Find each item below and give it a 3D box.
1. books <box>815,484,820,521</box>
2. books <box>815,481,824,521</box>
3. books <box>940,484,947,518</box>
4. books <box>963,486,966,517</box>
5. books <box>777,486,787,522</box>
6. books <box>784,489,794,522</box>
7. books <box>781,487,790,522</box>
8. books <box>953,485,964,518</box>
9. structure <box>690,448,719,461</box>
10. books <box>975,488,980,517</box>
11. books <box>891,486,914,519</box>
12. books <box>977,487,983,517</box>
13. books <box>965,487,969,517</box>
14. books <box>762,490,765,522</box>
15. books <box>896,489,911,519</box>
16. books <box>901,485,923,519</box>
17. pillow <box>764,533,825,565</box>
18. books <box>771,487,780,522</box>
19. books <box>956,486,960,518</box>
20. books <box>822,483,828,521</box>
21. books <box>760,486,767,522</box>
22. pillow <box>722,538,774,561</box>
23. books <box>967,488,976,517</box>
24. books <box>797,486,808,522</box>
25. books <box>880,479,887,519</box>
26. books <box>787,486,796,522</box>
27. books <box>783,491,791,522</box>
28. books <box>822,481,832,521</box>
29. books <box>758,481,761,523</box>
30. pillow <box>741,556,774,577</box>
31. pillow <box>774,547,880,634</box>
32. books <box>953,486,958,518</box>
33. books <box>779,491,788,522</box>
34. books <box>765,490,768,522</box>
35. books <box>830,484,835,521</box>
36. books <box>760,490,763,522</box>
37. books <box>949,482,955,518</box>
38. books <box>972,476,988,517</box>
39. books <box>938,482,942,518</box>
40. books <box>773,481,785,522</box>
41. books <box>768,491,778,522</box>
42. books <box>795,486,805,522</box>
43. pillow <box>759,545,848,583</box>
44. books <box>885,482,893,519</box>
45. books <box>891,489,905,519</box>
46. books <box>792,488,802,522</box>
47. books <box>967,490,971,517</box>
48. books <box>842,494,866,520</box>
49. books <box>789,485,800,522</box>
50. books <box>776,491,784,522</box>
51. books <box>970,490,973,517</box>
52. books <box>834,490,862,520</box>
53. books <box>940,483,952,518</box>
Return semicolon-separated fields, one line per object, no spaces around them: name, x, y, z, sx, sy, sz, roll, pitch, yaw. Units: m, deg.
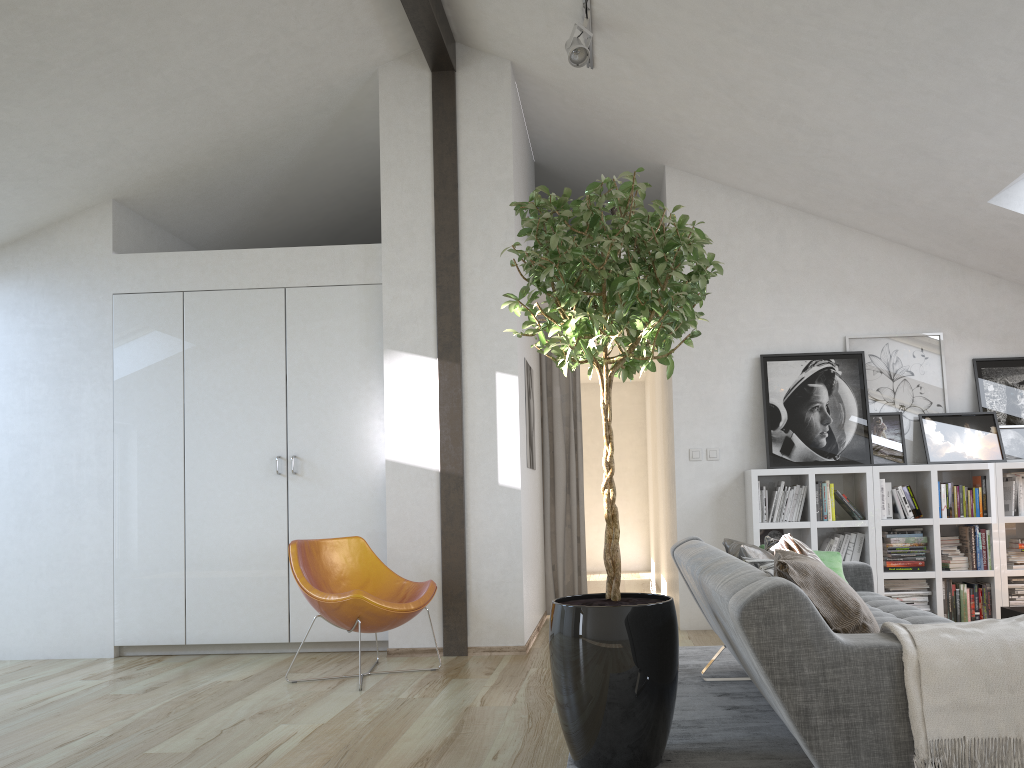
books;1.951;0.767;5.731;0.027;0.235;0.172;-2;-4;6
books;1.976;0.756;5.729;0.025;0.254;0.157;-2;-4;6
books;2.744;0.750;5.690;0.028;0.214;0.140;-2;-4;6
books;2.875;0.754;5.688;0.017;0.199;0.130;-2;-4;6
books;1.737;0.779;5.753;0.072;0.227;0.149;-2;-4;6
books;1.779;0.786;5.739;0.068;0.208;0.137;-2;-4;6
books;1.758;0.778;5.739;0.069;0.224;0.130;-2;-4;6
books;2.855;0.751;5.691;0.023;0.206;0.135;-2;-4;6
structure;0.777;0.709;7.665;0.187;0.079;3.677;0;-8;-17
books;2.951;0.758;5.666;0.025;0.182;0.107;-2;-4;6
books;2.505;0.759;5.690;0.095;0.212;0.141;-2;-4;5
books;2.971;0.755;5.665;0.013;0.187;0.108;-2;-4;6
books;2.889;0.756;5.678;0.014;0.192;0.110;-2;-4;6
books;1.621;0.792;5.758;0.012;0.206;0.131;-2;-4;6
books;2.484;0.770;5.683;0.088;0.190;0.142;-2;-4;5
books;2.543;0.756;5.687;0.119;0.218;0.151;-2;-4;5
pillow;1.207;0.780;3.709;0.269;0.338;0.586;-2;-6;10
books;1.692;0.778;5.734;0.069;0.224;0.130;-2;-4;6
books;2.834;0.755;5.685;0.016;0.199;0.130;-2;-4;6
books;2.003;0.763;5.734;0.027;0.240;0.169;-2;-4;6
books;1.633;0.781;5.765;0.011;0.229;0.130;-2;-4;6
pillow;1.031;0.801;3.646;0.253;0.316;0.671;-2;-7;6
books;2.932;0.757;5.673;0.016;0.187;0.121;-2;-4;6
books;1.861;0.772;5.725;0.072;0.227;0.149;-2;-4;6
books;2.357;0.740;5.708;0.038;0.255;0.190;-2;-4;6
books;1.796;0.777;5.750;0.072;0.227;0.149;-2;-4;6
books;1.764;0.789;5.733;0.062;0.200;0.131;-2;-4;6
books;2.029;0.764;5.744;0.026;0.274;0.212;-2;-4;6
books;1.592;0.764;5.768;0.023;0.266;0.144;-2;-4;6
pillow;1.010;0.751;3.076;0.345;0.282;0.586;-2;-7;6
pillow;0.906;0.654;2.550;0.294;0.336;0.611;-3;-6;15
books;2.817;0.755;5.683;0.017;0.199;0.130;-2;-4;6
books;1.744;0.789;5.732;0.063;0.201;0.131;-2;-4;6
books;1.644;0.793;5.759;0.011;0.204;0.131;-2;-4;6
books;2.051;0.763;5.734;0.025;0.235;0.172;-2;-4;6
books;1.610;0.795;5.766;0.012;0.204;0.131;-2;-4;6
books;2.802;0.744;5.691;0.016;0.224;0.129;-2;-4;6
books;2.998;0.720;5.682;0.032;0.260;0.142;-2;-4;6
books;2.713;0.743;5.696;0.032;0.231;0.142;-2;-4;6
books;1.713;0.762;5.742;0.088;0.262;0.144;-2;-4;5
books;1.678;0.793;5.737;0.062;0.200;0.131;-2;-4;6
books;1.849;0.773;5.739;0.072;0.227;0.149;-2;-4;6
pillow;1.397;0.906;4.274;0.425;0.260;0.238;-2;-5;5
books;2.400;0.753;5.717;0.042;0.232;0.171;-2;-4;6
books;2.455;0.768;5.687;0.072;0.193;0.142;-2;-4;6
books;1.832;0.781;5.744;0.073;0.217;0.142;-2;-4;6
books;2.902;0.765;5.672;0.014;0.171;0.111;-2;-4;6
books;2.183;0.790;5.712;0.145;0.168;0.134;-2;-4;4
books;1.815;0.772;5.749;0.083;0.236;0.147;-2;-4;5
books;1.721;0.791;5.740;0.063;0.200;0.131;-2;-4;6
books;2.917;0.765;5.673;0.014;0.171;0.111;-2;-4;6
books;2.148;0.780;5.718;0.169;0.195;0.166;-2;-5;4
books;2.776;0.747;5.691;0.035;0.220;0.138;-2;-4;6
